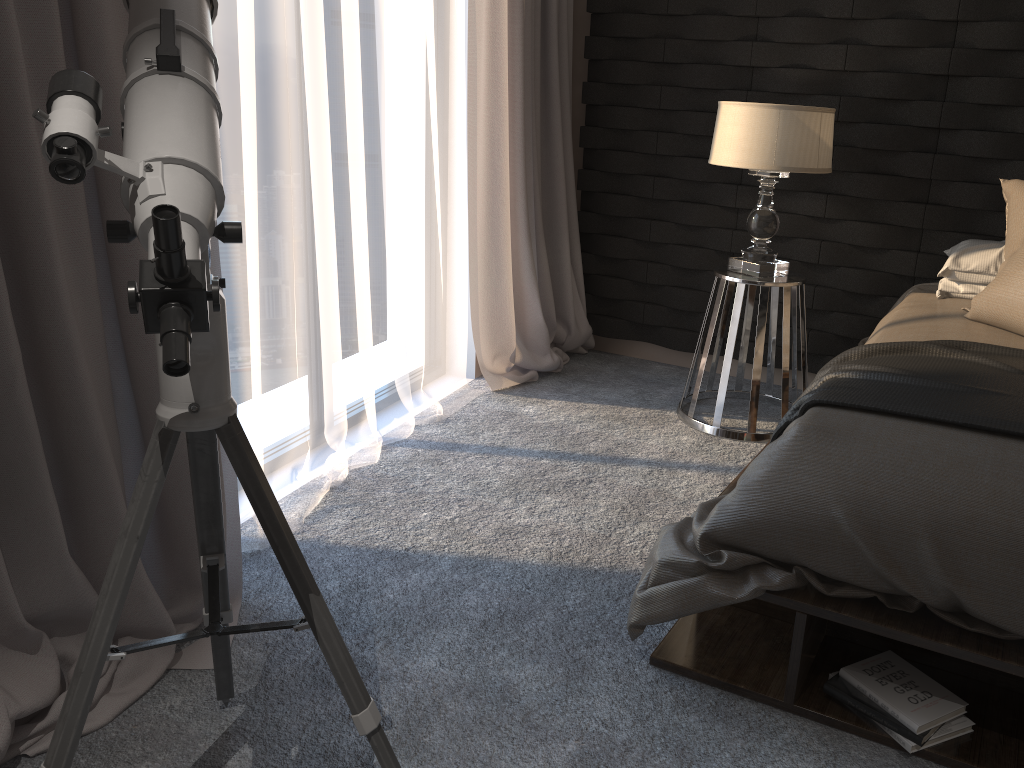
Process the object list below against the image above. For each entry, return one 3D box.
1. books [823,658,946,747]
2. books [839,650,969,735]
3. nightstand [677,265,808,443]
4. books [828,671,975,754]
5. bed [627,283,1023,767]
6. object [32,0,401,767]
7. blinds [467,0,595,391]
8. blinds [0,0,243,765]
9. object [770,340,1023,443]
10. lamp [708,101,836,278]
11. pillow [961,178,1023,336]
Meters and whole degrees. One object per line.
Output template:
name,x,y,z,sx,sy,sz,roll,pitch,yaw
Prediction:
books,0.779,0.653,1.823,0.155,0.023,0.210,-12,24,-41
books,0.807,0.634,1.821,0.162,0.020,0.197,-6,20,-28
nightstand,0.964,-0.147,3.538,0.524,0.601,0.580,17,22,38
books,0.814,0.668,1.850,0.182,0.019,0.235,-4,19,-23
bed,1.817,0.276,2.371,2.197,0.621,2.401,13,20,27
object,-0.398,0.097,1.185,0.577,1.400,0.640,9,18,19
blinds,0.140,-1.310,3.664,0.329,2.629,1.037,8,18,20
blinds,-0.785,-0.636,1.390,0.346,2.630,1.089,9,18,21
object,1.581,0.217,1.925,1.970,0.321,0.647,12,20,25
lamp,0.974,-0.739,3.367,0.488,0.628,0.446,-7,20,-28
pillow,2.010,-0.356,2.566,1.204,0.516,0.943,13,20,28
